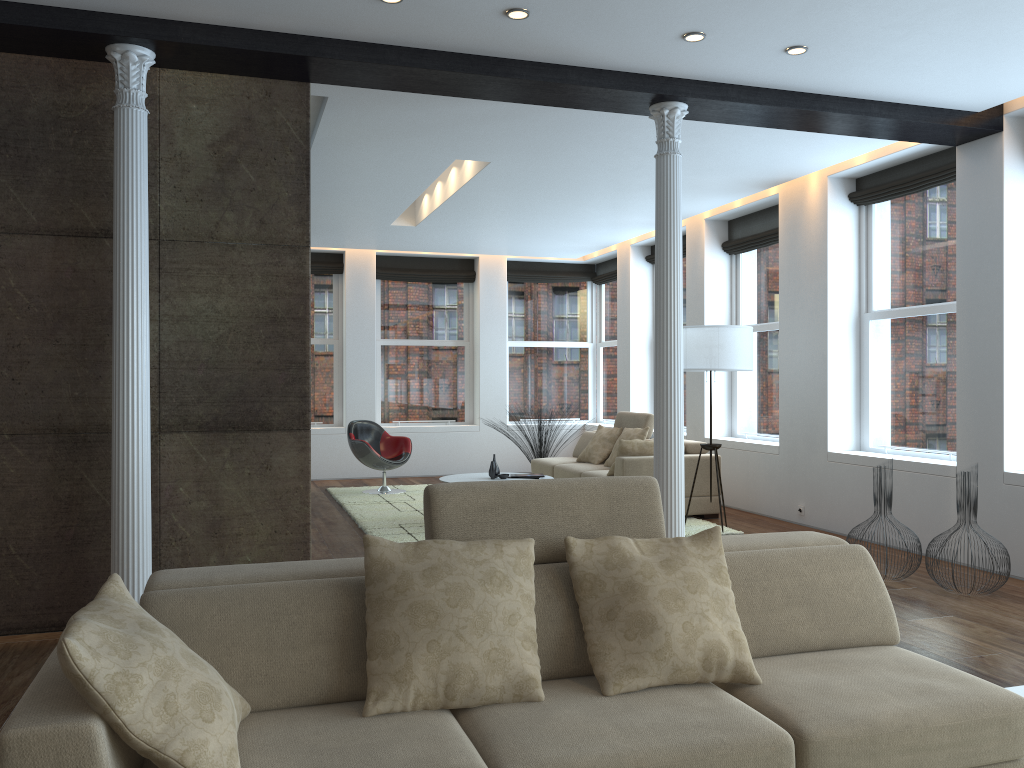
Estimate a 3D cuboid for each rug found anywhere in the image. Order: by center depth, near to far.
[{"bbox_3d":[-0.134,1.243,8.918,2.972,0.020,4.231,0,0,-18],"label":"rug"}]

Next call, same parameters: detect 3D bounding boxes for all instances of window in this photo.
[{"bbox_3d":[3.199,-0.550,6.922,0.123,2.400,1.391,0,0,-18],"label":"window"},{"bbox_3d":[2.577,-0.551,8.894,0.123,2.400,1.345,0,0,-18],"label":"window"},{"bbox_3d":[2.036,-0.551,10.606,0.123,2.400,1.444,0,0,-18],"label":"window"},{"bbox_3d":[-2.964,-0.545,11.750,1.420,2.400,0.123,0,0,-18],"label":"window"},{"bbox_3d":[-1.228,-0.547,12.298,1.420,2.400,0.123,0,0,-18],"label":"window"},{"bbox_3d":[0.535,-0.550,12.847,1.474,2.400,0.123,0,0,-18],"label":"window"},{"bbox_3d":[5.514,0.047,20.062,34.761,17.917,13.698,0,0,-18],"label":"window"}]

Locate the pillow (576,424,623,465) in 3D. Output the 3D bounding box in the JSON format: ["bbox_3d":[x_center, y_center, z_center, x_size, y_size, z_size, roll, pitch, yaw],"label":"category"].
[{"bbox_3d":[0.965,0.657,9.634,0.368,0.416,0.519,0,0,-22],"label":"pillow"}]

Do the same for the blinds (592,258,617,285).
[{"bbox_3d":[1.430,-1.599,12.316,0.156,0.327,1.377,0,0,-18],"label":"blinds"}]

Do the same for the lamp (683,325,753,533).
[{"bbox_3d":[1.697,0.384,7.568,0.698,1.728,0.698,0,0,6],"label":"lamp"}]

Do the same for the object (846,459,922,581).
[{"bbox_3d":[2.391,0.861,5.716,0.458,0.781,0.458,0,0,-18],"label":"object"}]

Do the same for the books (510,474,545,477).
[{"bbox_3d":[0.137,0.827,8.009,0.300,0.010,0.220,0,0,-3],"label":"books"}]

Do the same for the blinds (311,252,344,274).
[{"bbox_3d":[-2.932,-1.603,11.661,1.412,0.307,0.156,0,0,-18],"label":"blinds"}]

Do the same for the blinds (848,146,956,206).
[{"bbox_3d":[3.138,-1.624,6.903,0.156,0.275,1.396,0,0,-18],"label":"blinds"}]

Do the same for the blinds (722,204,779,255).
[{"bbox_3d":[2.516,-1.565,8.875,0.156,0.393,1.342,0,0,-18],"label":"blinds"}]

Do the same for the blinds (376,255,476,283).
[{"bbox_3d":[-1.202,-1.577,12.207,1.422,0.363,0.156,0,0,-18],"label":"blinds"}]

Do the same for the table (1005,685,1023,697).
[{"bbox_3d":[2.163,1.148,2.773,0.900,0.170,0.900,0,0,-18],"label":"table"}]

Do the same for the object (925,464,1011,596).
[{"bbox_3d":[2.739,0.861,5.337,0.458,0.781,0.458,0,0,-18],"label":"object"}]

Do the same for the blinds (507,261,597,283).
[{"bbox_3d":[0.545,-1.605,12.759,1.442,0.312,0.155,0,0,-18],"label":"blinds"}]

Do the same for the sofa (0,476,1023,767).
[{"bbox_3d":[0.086,0.781,2.550,2.581,0.950,1.021,0,0,-18],"label":"sofa"}]

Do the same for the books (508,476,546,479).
[{"bbox_3d":[0.130,0.836,7.985,0.300,0.010,0.220,0,0,17],"label":"books"}]

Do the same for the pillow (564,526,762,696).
[{"bbox_3d":[0.439,0.661,2.662,0.519,0.416,0.368,0,0,-13],"label":"pillow"}]

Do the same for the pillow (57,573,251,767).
[{"bbox_3d":[-0.814,0.675,2.030,0.395,0.393,0.518,0,0,-14],"label":"pillow"}]

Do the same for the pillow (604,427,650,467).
[{"bbox_3d":[1.166,0.647,9.042,0.301,0.439,0.534,0,0,-21],"label":"pillow"}]

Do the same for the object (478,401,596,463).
[{"bbox_3d":[0.330,0.726,10.945,1.119,1.014,1.125,0,0,-31],"label":"object"}]

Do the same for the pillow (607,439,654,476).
[{"bbox_3d":[1.168,0.669,8.245,0.518,0.393,0.395,0,0,-21],"label":"pillow"}]

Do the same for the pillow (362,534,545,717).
[{"bbox_3d":[-0.160,0.652,2.486,0.534,0.439,0.301,0,0,-14],"label":"pillow"}]

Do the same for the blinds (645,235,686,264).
[{"bbox_3d":[1.976,-1.625,10.584,0.156,0.275,1.442,0,0,-18],"label":"blinds"}]

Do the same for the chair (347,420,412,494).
[{"bbox_3d":[-1.517,0.828,10.203,0.810,0.818,0.669,0,0,-38],"label":"chair"}]

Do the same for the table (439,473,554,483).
[{"bbox_3d":[-0.137,1.038,7.916,1.022,0.393,1.022,0,0,27],"label":"table"}]

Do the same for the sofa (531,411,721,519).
[{"bbox_3d":[1.078,0.776,9.281,1.018,0.950,2.581,0,0,-18],"label":"sofa"}]
